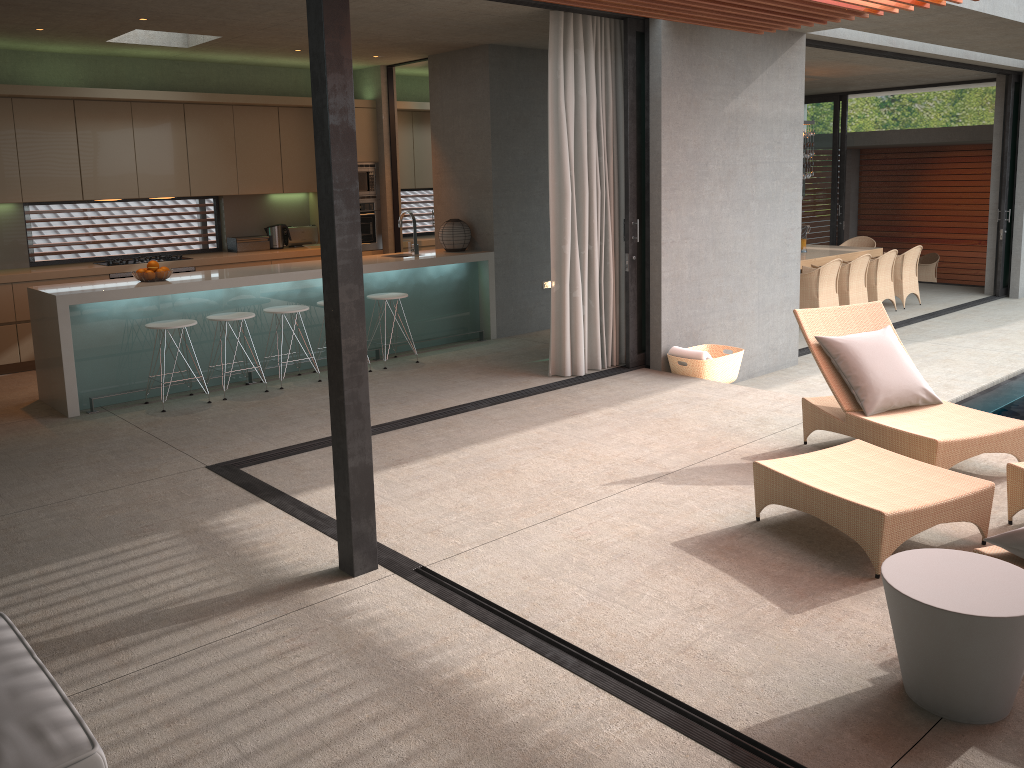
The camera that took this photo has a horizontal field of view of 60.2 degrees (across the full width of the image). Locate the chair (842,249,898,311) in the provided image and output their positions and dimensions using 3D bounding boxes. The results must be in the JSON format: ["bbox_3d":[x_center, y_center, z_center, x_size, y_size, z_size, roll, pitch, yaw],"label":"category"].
[{"bbox_3d":[4.846,-1.402,11.942,0.622,0.852,0.634,-10,14,-41],"label":"chair"}]

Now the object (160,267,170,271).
[{"bbox_3d":[-2.825,-0.907,7.173,0.094,0.093,0.095,7,14,37],"label":"object"}]

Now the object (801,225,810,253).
[{"bbox_3d":[4.154,-2.079,12.656,0.193,0.381,0.195,4,11,30],"label":"object"}]

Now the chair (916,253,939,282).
[{"bbox_3d":[7.839,-2.083,17.007,0.630,0.852,0.625,-4,11,-11],"label":"chair"}]

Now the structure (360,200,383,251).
[{"bbox_3d":[-1.912,-1.873,10.448,0.601,0.572,0.501,-11,14,-41],"label":"structure"}]

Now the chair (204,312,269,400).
[{"bbox_3d":[-2.221,-0.239,7.053,0.385,0.616,0.384,-10,13,-41],"label":"chair"}]

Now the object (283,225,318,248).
[{"bbox_3d":[-2.476,-1.732,10.351,0.392,0.244,0.151,-12,14,-41],"label":"object"}]

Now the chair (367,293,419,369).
[{"bbox_3d":[-1.117,-0.497,8.025,0.385,0.616,0.384,-10,13,-41],"label":"chair"}]

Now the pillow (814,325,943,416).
[{"bbox_3d":[2.189,-0.088,5.284,0.610,0.422,0.432,-7,12,-23],"label":"pillow"}]

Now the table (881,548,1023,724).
[{"bbox_3d":[1.421,0.807,2.807,0.476,0.388,0.481,5,13,30],"label":"table"}]

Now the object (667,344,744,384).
[{"bbox_3d":[1.663,-0.129,7.586,0.685,0.296,0.449,-13,16,-41],"label":"object"}]

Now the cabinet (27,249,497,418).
[{"bbox_3d":[-1.973,-0.613,8.020,4.153,0.887,0.806,-13,16,-40],"label":"cabinet"}]

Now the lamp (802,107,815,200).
[{"bbox_3d":[3.807,-3.438,12.388,0.624,1.733,0.622,-10,12,-41],"label":"lamp"}]

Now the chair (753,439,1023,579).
[{"bbox_3d":[1.981,0.436,3.385,0.703,0.816,2.320,-7,14,-26],"label":"chair"}]

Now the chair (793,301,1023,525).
[{"bbox_3d":[2.492,0.137,4.597,0.702,0.816,2.322,-6,13,-22],"label":"chair"}]

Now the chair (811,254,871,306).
[{"bbox_3d":[4.294,-1.274,11.458,0.622,0.852,0.634,-10,14,-41],"label":"chair"}]

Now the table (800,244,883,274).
[{"bbox_3d":[3.845,-1.458,12.509,3.282,0.747,1.289,-13,17,-40],"label":"table"}]

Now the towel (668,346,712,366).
[{"bbox_3d":[1.553,-0.158,7.475,0.311,0.308,0.372,-11,15,-40],"label":"towel"}]

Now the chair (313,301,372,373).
[{"bbox_3d":[-1.493,-0.409,7.694,0.385,0.616,0.384,-10,13,-41],"label":"chair"}]

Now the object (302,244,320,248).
[{"bbox_3d":[-2.254,-1.585,10.161,0.310,0.034,0.314,3,14,17],"label":"object"}]

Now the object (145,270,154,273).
[{"bbox_3d":[-2.884,-0.866,7.036,0.081,0.080,0.082,-4,11,-12],"label":"object"}]

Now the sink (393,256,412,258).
[{"bbox_3d":[-1.091,-1.195,8.857,0.377,0.133,0.377,-13,17,-40],"label":"sink"}]

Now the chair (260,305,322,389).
[{"bbox_3d":[-1.863,-0.322,7.367,0.385,0.616,0.384,-10,13,-41],"label":"chair"}]

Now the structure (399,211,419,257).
[{"bbox_3d":[-1.040,-1.480,8.715,0.098,0.436,0.260,-9,13,-40],"label":"structure"}]

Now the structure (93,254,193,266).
[{"bbox_3d":[-3.727,-1.237,8.944,0.845,0.090,0.467,-13,17,-40],"label":"structure"}]

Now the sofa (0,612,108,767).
[{"bbox_3d":[-1.845,0.905,1.873,1.608,0.723,1.020,-12,16,-40],"label":"sofa"}]

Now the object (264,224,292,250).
[{"bbox_3d":[-2.680,-1.688,10.106,0.279,0.282,0.178,-9,13,-36],"label":"object"}]

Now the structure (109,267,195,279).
[{"bbox_3d":[-3.554,-0.884,8.806,0.834,0.494,0.080,-12,14,-41],"label":"structure"}]

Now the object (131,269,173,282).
[{"bbox_3d":[-2.895,-0.875,7.125,0.318,0.081,0.318,-13,17,-40],"label":"object"}]

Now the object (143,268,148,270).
[{"bbox_3d":[-2.971,-0.896,7.164,0.086,0.086,0.088,0,11,9],"label":"object"}]

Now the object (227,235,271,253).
[{"bbox_3d":[-2.955,-1.573,9.921,0.403,0.158,0.242,-13,16,-40],"label":"object"}]

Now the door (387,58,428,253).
[{"bbox_3d":[-2.414,-0.114,4.716,5.779,4.414,15.539,3,14,20],"label":"door"}]

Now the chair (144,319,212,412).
[{"bbox_3d":[-2.574,-0.156,6.744,0.385,0.616,0.384,-10,13,-41],"label":"chair"}]

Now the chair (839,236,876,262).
[{"bbox_3d":[5.355,-1.875,13.887,0.634,0.852,0.621,-11,14,-41],"label":"chair"}]

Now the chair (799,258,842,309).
[{"bbox_3d":[3.742,-1.145,10.974,0.622,0.852,0.634,-10,14,-41],"label":"chair"}]

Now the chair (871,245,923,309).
[{"bbox_3d":[5.398,-1.531,12.425,0.622,0.852,0.634,-10,14,-41],"label":"chair"}]

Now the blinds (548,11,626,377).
[{"bbox_3d":[0.640,-1.555,7.362,0.231,2.896,0.892,7,13,44],"label":"blinds"}]

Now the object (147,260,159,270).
[{"bbox_3d":[-2.903,-0.952,7.148,0.095,0.093,0.095,-6,12,-21],"label":"object"}]

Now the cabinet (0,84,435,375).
[{"bbox_3d":[-2.555,-1.698,9.103,7.528,2.533,1.978,-13,15,-41],"label":"cabinet"}]

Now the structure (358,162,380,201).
[{"bbox_3d":[-1.937,-2.373,10.385,0.601,0.432,0.463,-12,15,-40],"label":"structure"}]

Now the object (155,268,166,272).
[{"bbox_3d":[-2.815,-0.883,7.082,0.087,0.086,0.087,7,14,38],"label":"object"}]

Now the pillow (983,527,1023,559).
[{"bbox_3d":[2.103,0.563,3.080,0.598,0.191,0.600,-9,15,-29],"label":"pillow"}]

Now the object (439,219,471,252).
[{"bbox_3d":[-0.591,-1.544,9.165,0.342,0.330,0.343,8,14,39],"label":"object"}]

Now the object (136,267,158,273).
[{"bbox_3d":[-2.924,-0.881,7.071,0.173,0.099,0.098,-1,11,3],"label":"object"}]
